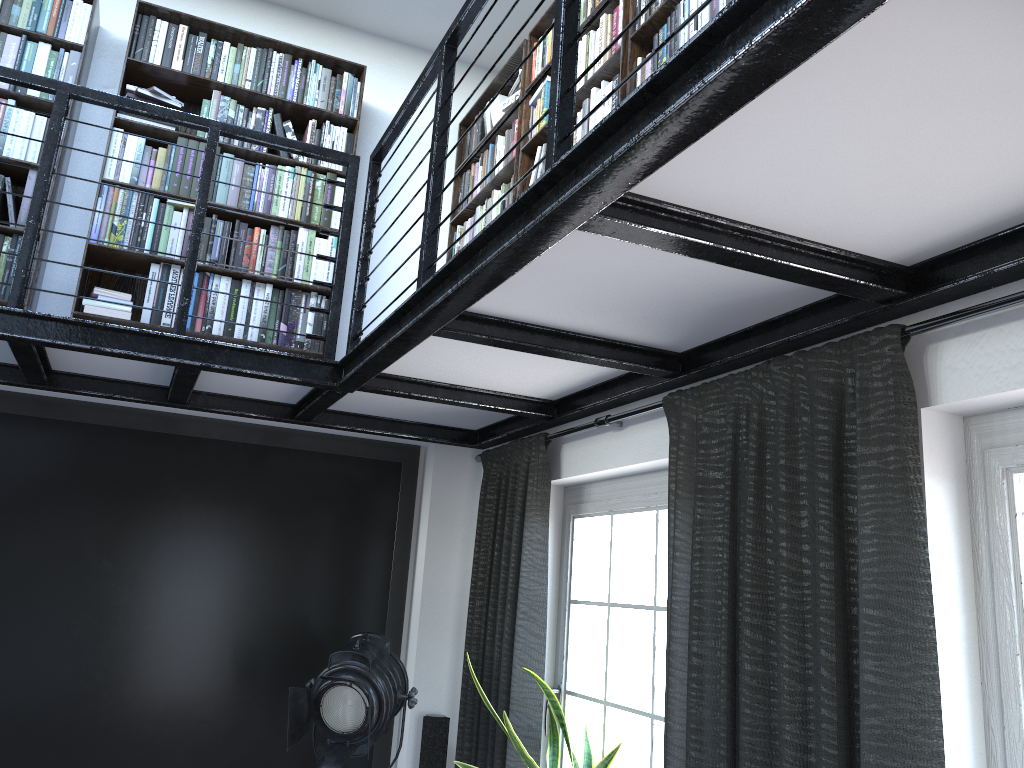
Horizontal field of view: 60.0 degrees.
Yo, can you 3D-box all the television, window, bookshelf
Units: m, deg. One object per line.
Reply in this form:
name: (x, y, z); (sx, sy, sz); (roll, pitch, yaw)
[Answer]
television: (-2.059, 1.225, 3.428); (3.345, 2.451, 0.116); (10, -16, -22)
window: (0.397, 1.112, 3.060); (0.132, 1.621, 1.158); (10, -16, -22)
window: (1.195, 0.745, 1.273); (0.132, 1.621, 1.158); (10, -16, -22)
bookshelf: (-0.597, -1.206, 2.065); (3.081, 1.632, 4.443); (10, -15, -22)

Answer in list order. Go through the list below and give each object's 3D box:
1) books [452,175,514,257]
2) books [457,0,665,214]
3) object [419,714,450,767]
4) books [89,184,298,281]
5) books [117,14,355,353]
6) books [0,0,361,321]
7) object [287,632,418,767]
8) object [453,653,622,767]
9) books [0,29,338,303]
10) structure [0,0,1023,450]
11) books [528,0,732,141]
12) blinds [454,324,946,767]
books: (0.657, -1.068, 2.594); (0.226, 1.425, 4.404); (10, -15, -22)
books: (0.652, -1.058, 2.590); (0.241, 1.409, 4.409); (10, -15, -22)
object: (-0.372, 2.036, 3.694); (0.157, 1.233, 0.156); (6, -15, -7)
books: (-0.464, -1.258, 2.111); (1.167, 1.418, 4.352); (10, -15, -22)
books: (-0.964, -1.337, 1.928); (2.200, 1.422, 4.346); (10, -15, -23)
books: (-1.819, -0.968, 3.787); (2.201, 1.437, 0.312); (10, -16, -21)
object: (0.141, 1.549, 2.269); (0.749, 1.593, 2.892); (16, -18, -37)
object: (0.037, 1.438, 3.111); (0.525, 0.949, 0.548); (7, -15, -11)
books: (-0.700, -1.160, 2.014); (1.594, 1.151, 4.305); (10, -15, -23)
structure: (-1.411, 0.296, 1.346); (4.605, 3.387, 4.456); (10, -15, -22)
books: (0.683, -1.344, 2.677); (0.213, 0.835, 2.618); (10, -15, -22)
blinds: (0.272, 1.237, 2.741); (0.125, 2.409, 2.490); (10, -16, -22)
